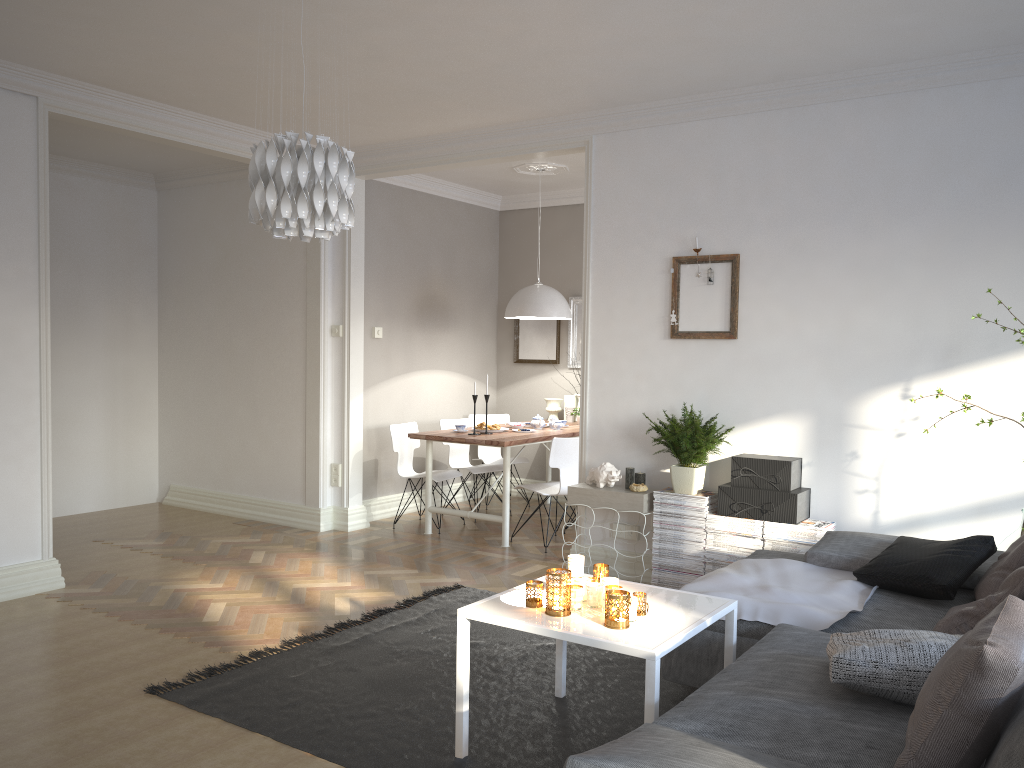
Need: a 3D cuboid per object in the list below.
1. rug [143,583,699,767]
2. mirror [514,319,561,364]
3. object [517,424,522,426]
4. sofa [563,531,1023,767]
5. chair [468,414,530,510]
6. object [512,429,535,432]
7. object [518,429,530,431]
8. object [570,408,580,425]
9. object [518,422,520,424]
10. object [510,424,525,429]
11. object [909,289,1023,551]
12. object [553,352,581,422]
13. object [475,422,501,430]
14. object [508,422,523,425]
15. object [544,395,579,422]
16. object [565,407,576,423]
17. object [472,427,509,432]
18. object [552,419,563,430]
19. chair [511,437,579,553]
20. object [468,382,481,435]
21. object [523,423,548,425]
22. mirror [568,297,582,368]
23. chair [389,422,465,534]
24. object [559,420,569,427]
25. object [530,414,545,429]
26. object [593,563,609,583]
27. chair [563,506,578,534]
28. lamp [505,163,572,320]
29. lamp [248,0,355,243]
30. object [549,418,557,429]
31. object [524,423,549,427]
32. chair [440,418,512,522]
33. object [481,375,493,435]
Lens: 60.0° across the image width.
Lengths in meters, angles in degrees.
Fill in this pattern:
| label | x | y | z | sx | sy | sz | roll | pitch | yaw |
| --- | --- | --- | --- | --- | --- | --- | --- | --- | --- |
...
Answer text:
| label | x | y | z | sx | sy | sz | roll | pitch | yaw |
| --- | --- | --- | --- | --- | --- | --- | --- | --- | --- |
| rug | -0.032 | 1.211 | 3.730 | 2.110 | 0.055 | 2.014 | 2 | 3 | 34 |
| mirror | 0.230 | -0.467 | 8.121 | 0.474 | 0.558 | 0.051 | 3 | 3 | 34 |
| object | 0.041 | 0.335 | 6.913 | 0.085 | 0.039 | 0.082 | 1 | 2 | -1 |
| sofa | 1.091 | 0.916 | 2.832 | 1.554 | 0.773 | 2.631 | 3 | 3 | 34 |
| chair | -0.123 | 0.674 | 7.863 | 0.431 | 0.786 | 0.478 | 0 | 3 | -25 |
| object | 0.089 | 0.356 | 6.739 | 0.180 | 0.014 | 0.179 | 1 | 2 | -1 |
| object | 0.088 | 0.353 | 6.728 | 0.100 | 0.025 | 0.066 | 1 | 2 | 11 |
| object | 0.591 | 0.264 | 7.458 | 0.178 | 0.162 | 0.169 | 0 | 3 | -15 |
| object | 0.055 | 0.311 | 7.081 | 0.020 | 0.003 | 0.194 | 1 | 2 | 2 |
| object | 0.042 | 0.337 | 6.913 | 0.129 | 0.038 | 0.129 | 2 | 3 | 34 |
| object | 2.109 | 0.099 | 3.829 | 0.776 | 1.676 | 0.339 | 1 | 3 | -7 |
| object | 0.645 | -0.052 | 7.665 | 0.698 | 0.782 | 0.351 | 2 | 3 | 16 |
| object | -0.188 | 0.322 | 6.752 | 0.197 | 0.063 | 0.188 | 1 | 2 | 4 |
| object | 0.026 | 0.330 | 7.081 | 0.129 | 0.038 | 0.129 | 3 | 3 | 39 |
| object | 0.436 | 0.213 | 7.865 | 0.310 | 0.228 | 0.172 | 0 | 3 | -13 |
| object | 0.506 | 0.268 | 7.725 | 0.094 | 0.132 | 0.097 | 1 | 3 | 0 |
| object | -0.165 | 0.349 | 6.751 | 0.287 | 0.020 | 0.287 | 2 | 2 | 22 |
| object | 0.357 | 0.316 | 6.983 | 0.090 | 0.086 | 0.090 | 0 | 3 | -11 |
| chair | 0.300 | 0.742 | 6.229 | 0.431 | 0.786 | 0.479 | -1 | 3 | -36 |
| object | -0.270 | 0.170 | 6.429 | 0.095 | 0.397 | 0.095 | 3 | 3 | 29 |
| object | 0.188 | 0.332 | 7.248 | 0.201 | 0.022 | 0.194 | -1 | 3 | -36 |
| mirror | 0.739 | -0.452 | 7.783 | 0.544 | 0.633 | 0.047 | 3 | 3 | 34 |
| chair | -0.656 | 0.704 | 6.813 | 0.479 | 0.786 | 0.431 | 2 | 3 | 24 |
| object | 0.405 | 0.322 | 7.226 | 0.116 | 0.056 | 0.116 | 1 | 2 | 6 |
| object | 0.206 | 0.296 | 6.996 | 0.143 | 0.119 | 0.124 | 3 | 3 | 38 |
| object | 0.325 | 0.702 | 3.242 | 0.060 | 0.079 | 0.060 | 2 | 3 | 28 |
| chair | 0.705 | 0.734 | 6.627 | 0.479 | 0.786 | 0.431 | 3 | 4 | 39 |
| lamp | 0.216 | -1.108 | 6.958 | 0.530 | 1.183 | 0.530 | 3 | 4 | 41 |
| lamp | -0.705 | -1.025 | 2.991 | 0.355 | 1.066 | 0.354 | 0 | 3 | -14 |
| object | 0.327 | 0.312 | 7.078 | 0.072 | 0.086 | 0.086 | 1 | 3 | -1 |
| object | 0.188 | 0.336 | 7.243 | 0.287 | 0.020 | 0.287 | 1 | 2 | 7 |
| chair | -0.307 | 0.692 | 7.303 | 0.479 | 0.786 | 0.431 | 4 | 4 | 44 |
| object | -0.185 | 0.143 | 6.497 | 0.095 | 0.449 | 0.095 | 3 | 3 | 29 |
